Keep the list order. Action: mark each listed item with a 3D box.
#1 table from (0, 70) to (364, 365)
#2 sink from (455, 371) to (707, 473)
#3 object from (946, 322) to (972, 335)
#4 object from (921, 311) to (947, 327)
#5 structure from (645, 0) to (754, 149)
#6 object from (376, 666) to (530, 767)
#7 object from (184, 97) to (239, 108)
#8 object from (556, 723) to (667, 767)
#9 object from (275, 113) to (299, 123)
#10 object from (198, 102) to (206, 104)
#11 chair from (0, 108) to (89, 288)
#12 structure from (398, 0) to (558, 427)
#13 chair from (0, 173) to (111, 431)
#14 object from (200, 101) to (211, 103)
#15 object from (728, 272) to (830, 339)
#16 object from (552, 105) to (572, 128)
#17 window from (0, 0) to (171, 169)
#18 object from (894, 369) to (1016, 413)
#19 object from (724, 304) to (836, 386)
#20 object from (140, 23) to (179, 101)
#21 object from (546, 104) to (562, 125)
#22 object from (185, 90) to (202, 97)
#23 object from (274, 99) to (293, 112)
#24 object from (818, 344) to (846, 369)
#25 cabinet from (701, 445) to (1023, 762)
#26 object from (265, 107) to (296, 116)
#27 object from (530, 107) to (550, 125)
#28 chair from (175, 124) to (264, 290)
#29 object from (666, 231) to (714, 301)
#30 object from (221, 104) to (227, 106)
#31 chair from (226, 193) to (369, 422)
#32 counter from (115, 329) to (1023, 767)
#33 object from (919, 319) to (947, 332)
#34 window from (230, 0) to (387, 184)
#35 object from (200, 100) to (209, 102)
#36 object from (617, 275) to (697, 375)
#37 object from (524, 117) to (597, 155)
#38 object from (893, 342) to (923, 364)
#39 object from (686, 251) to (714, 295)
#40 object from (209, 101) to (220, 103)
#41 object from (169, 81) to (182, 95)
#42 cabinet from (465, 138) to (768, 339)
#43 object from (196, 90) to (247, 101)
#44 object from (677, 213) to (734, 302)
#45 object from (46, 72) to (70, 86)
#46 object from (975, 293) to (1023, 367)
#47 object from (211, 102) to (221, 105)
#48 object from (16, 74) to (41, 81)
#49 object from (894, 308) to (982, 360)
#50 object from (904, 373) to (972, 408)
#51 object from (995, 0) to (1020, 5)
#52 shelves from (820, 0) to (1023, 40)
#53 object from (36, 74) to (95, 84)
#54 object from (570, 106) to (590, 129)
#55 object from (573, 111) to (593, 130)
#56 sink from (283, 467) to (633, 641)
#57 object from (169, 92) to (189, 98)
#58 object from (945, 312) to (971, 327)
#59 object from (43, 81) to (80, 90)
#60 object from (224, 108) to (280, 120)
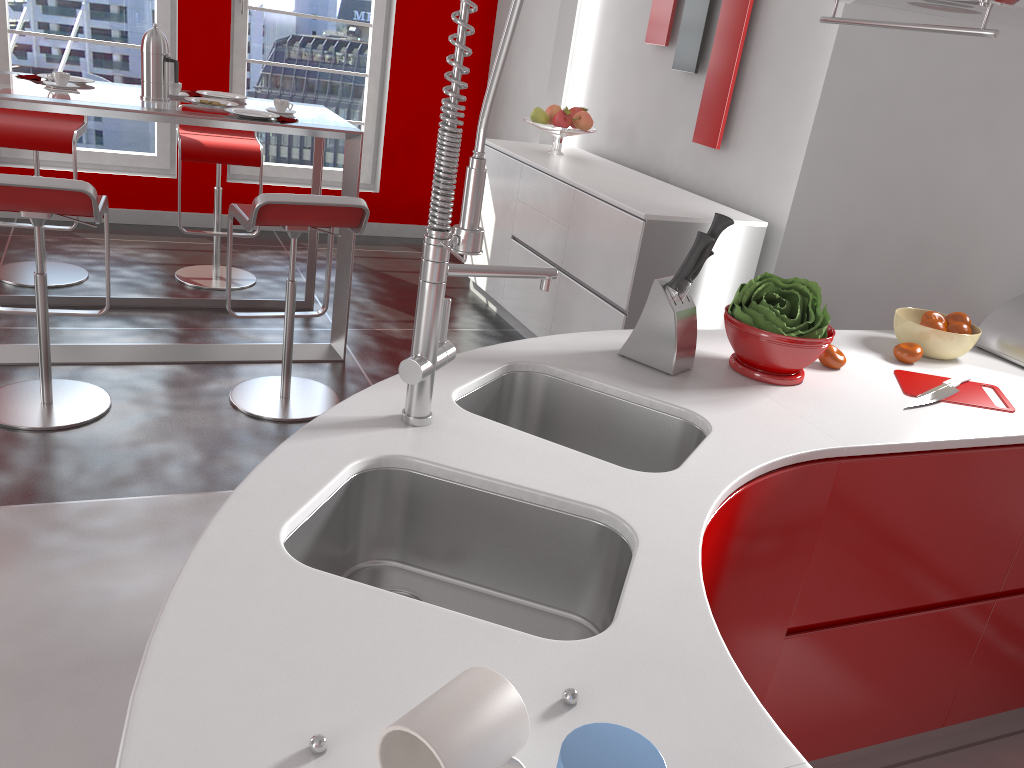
[{"bbox_3d":[-1.599,-0.700,3.751,1.700,1.000,0.800,-1,24,-24],"label":"table"},{"bbox_3d":[0.110,0.143,1.593,0.428,0.172,0.326,19,24,23],"label":"sink"},{"bbox_3d":[1.091,-0.128,2.174,0.066,0.049,0.062,-3,25,-27],"label":"object"},{"bbox_3d":[1.056,-0.152,2.219,0.065,0.052,0.062,-9,28,-38],"label":"object"},{"bbox_3d":[0.897,-1.921,4.108,0.040,1.503,0.820,-1,24,-24],"label":"structure"},{"bbox_3d":[-0.035,0.294,0.711,0.109,0.080,0.100,23,26,31],"label":"object"},{"bbox_3d":[-1.237,-1.157,3.655,0.217,0.015,0.217,13,22,10],"label":"object"},{"bbox_3d":[0.078,0.326,0.654,0.109,0.100,0.080,24,26,34],"label":"object"},{"bbox_3d":[-0.903,-1.068,3.571,0.095,0.012,0.234,-1,24,-24],"label":"object"},{"bbox_3d":[-1.274,-1.149,3.626,0.034,0.006,0.036,7,22,-5],"label":"object"},{"bbox_3d":[-2.286,-0.946,4.285,0.418,0.857,0.460,2,23,-17],"label":"chair"},{"bbox_3d":[-0.028,-0.345,1.221,0.178,0.920,0.308,16,23,16],"label":"structure"},{"bbox_3d":[-1.588,-0.310,2.984,0.418,0.857,0.460,1,23,-20],"label":"chair"},{"bbox_3d":[-1.254,-1.153,3.627,0.036,0.006,0.034,8,22,-2],"label":"object"},{"bbox_3d":[0.549,-0.129,1.851,0.198,0.182,0.193,1,23,-19],"label":"object"},{"bbox_3d":[0.260,-1.397,4.637,0.097,0.133,0.117,-7,26,-34],"label":"object"},{"bbox_3d":[-2.445,-2.285,5.049,0.938,2.038,0.117,-1,24,-24],"label":"window"},{"bbox_3d":[0.973,0.014,1.959,0.266,0.006,0.168,9,22,0],"label":"object"},{"bbox_3d":[0.551,-0.080,1.876,0.228,0.118,0.229,24,26,32],"label":"object"},{"bbox_3d":[-1.404,-1.282,3.533,0.149,0.287,0.113,2,23,-17],"label":"object"},{"bbox_3d":[0.227,-1.464,4.819,0.096,0.105,0.117,10,22,3],"label":"object"},{"bbox_3d":[-1.413,-1.270,3.872,0.095,0.012,0.234,-2,24,-25],"label":"object"},{"bbox_3d":[-0.963,-1.167,3.727,0.078,0.049,0.062,-1,24,-25],"label":"object"},{"bbox_3d":[0.718,-0.062,1.991,0.064,0.048,0.063,-13,31,-44],"label":"object"},{"bbox_3d":[0.809,0.598,1.558,1.025,0.761,1.875,16,23,18],"label":"cabinet"},{"bbox_3d":[-0.973,-1.145,3.733,0.119,0.016,0.119,7,22,-6],"label":"object"},{"bbox_3d":[0.150,-1.420,4.701,0.100,0.086,0.083,18,23,21],"label":"object"},{"bbox_3d":[-1.540,-0.971,4.641,0.418,0.857,0.460,0,24,-22],"label":"chair"},{"bbox_3d":[0.315,-0.174,1.765,0.130,0.279,0.012,23,26,32],"label":"object"},{"bbox_3d":[-1.201,-1.155,3.670,0.036,0.006,0.034,-10,28,-39],"label":"object"},{"bbox_3d":[-0.824,-0.326,3.323,0.418,0.857,0.460,-4,25,-29],"label":"chair"},{"bbox_3d":[0.542,0.616,1.494,1.868,0.880,2.865,12,22,7],"label":"counter"},{"bbox_3d":[1.026,-0.135,2.164,0.066,0.049,0.062,2,23,-17],"label":"object"},{"bbox_3d":[-1.260,-2.312,5.584,0.938,2.038,0.117,-1,24,-24],"label":"window"},{"bbox_3d":[-1.271,-1.169,3.661,0.034,0.006,0.036,4,22,-13],"label":"object"},{"bbox_3d":[0.310,-0.131,1.818,0.137,0.178,0.091,24,26,34],"label":"object"},{"bbox_3d":[0.248,-1.317,4.768,0.398,0.159,0.398,18,23,21],"label":"object"},{"bbox_3d":[0.943,-0.074,2.114,0.065,0.047,0.063,-2,24,-25],"label":"object"},{"bbox_3d":[0.350,-0.187,1.804,0.091,0.197,0.009,23,26,32],"label":"object"},{"bbox_3d":[-1.230,-1.164,3.665,0.036,0.006,0.034,13,22,10],"label":"object"},{"bbox_3d":[-1.431,-1.246,3.738,0.078,0.049,0.062,14,22,13],"label":"object"},{"bbox_3d":[0.386,-0.626,4.510,0.610,0.880,1.802,-1,24,-24],"label":"cabinet"},{"bbox_3d":[-1.285,-1.274,3.926,0.217,0.015,0.217,26,27,36],"label":"object"},{"bbox_3d":[0.342,-0.191,1.774,0.150,0.322,0.014,23,26,32],"label":"object"},{"bbox_3d":[-1.775,-1.195,3.477,0.078,0.049,0.062,8,22,-3],"label":"object"},{"bbox_3d":[1.440,-0.109,2.212,0.300,0.170,0.400,-1,24,-24],"label":"object"},{"bbox_3d":[-1.213,-1.147,3.630,0.034,0.006,0.036,-7,27,-35],"label":"object"},{"bbox_3d":[-1.972,-1.255,3.614,0.095,0.012,0.234,-2,24,-25],"label":"object"},{"bbox_3d":[1.049,-0.117,2.212,0.201,0.086,0.201,-1,24,-23],"label":"object"},{"bbox_3d":[0.932,0.016,1.920,0.041,0.008,0.375,27,28,37],"label":"object"},{"bbox_3d":[0.856,-0.822,1.610,0.213,0.266,0.213,10,22,2],"label":"object"},{"bbox_3d":[1.159,-1.136,1.624,0.934,1.023,0.462,-1,24,-24],"label":"shelves"},{"bbox_3d":[-1.845,-1.258,3.667,0.217,0.015,0.217,8,22,-2],"label":"object"},{"bbox_3d":[0.345,-1.448,4.793,0.117,0.129,0.150,17,23,20],"label":"object"},{"bbox_3d":[0.382,-1.390,4.685,0.121,0.101,0.097,-13,31,-43],"label":"object"},{"bbox_3d":[-0.072,0.287,1.165,0.428,0.172,0.326,14,22,12],"label":"sink"},{"bbox_3d":[-1.427,-1.222,3.745,0.119,0.016,0.119,-3,24,-27],"label":"object"},{"bbox_3d":[1.116,-0.150,2.226,0.055,0.058,0.066,-9,28,-37],"label":"object"},{"bbox_3d":[-1.770,-1.172,3.486,0.119,0.016,0.119,-12,30,-42],"label":"object"},{"bbox_3d":[-1.031,-1.069,3.518,0.217,0.015,0.217,13,22,9],"label":"object"}]
